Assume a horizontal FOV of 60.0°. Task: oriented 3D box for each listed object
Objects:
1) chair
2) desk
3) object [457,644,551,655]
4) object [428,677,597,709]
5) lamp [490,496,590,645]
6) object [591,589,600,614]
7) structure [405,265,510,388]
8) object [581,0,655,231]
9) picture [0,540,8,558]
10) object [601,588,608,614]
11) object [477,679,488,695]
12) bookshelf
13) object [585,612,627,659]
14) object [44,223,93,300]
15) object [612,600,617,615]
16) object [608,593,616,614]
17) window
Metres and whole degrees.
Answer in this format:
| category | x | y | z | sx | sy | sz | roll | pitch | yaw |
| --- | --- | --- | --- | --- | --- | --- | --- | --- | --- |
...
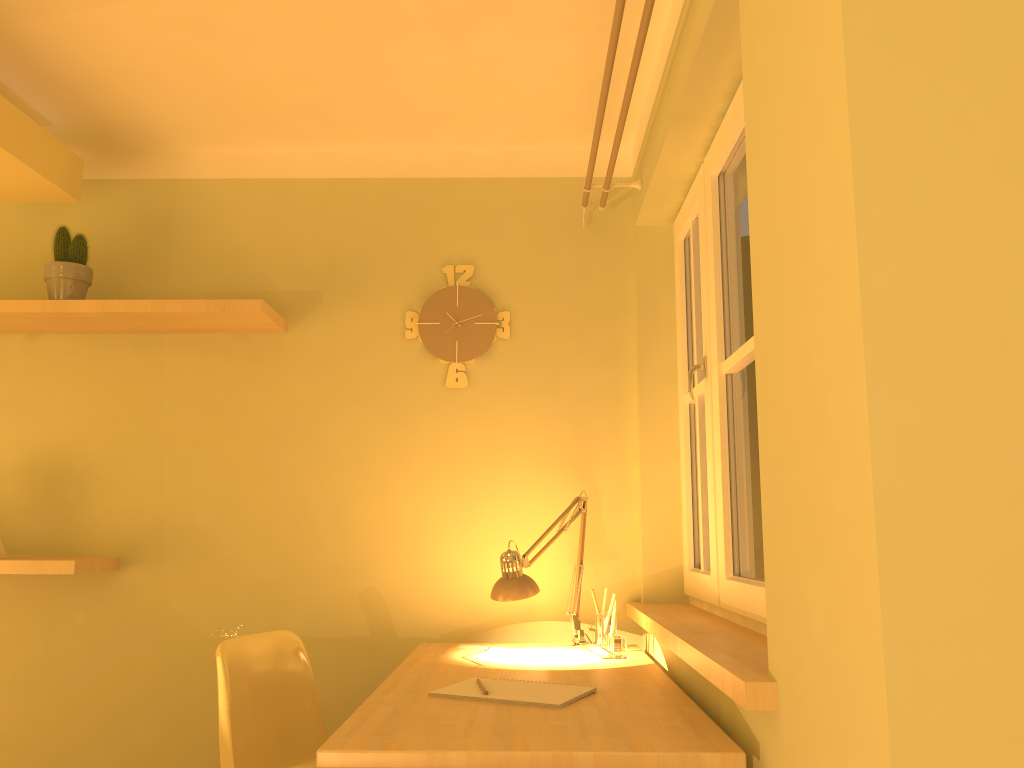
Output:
| category | x | y | z | sx | sy | sz | roll | pitch | yaw |
| --- | --- | --- | --- | --- | --- | --- | --- | --- | --- |
| chair | -0.528 | 1.058 | 2.286 | 0.546 | 0.785 | 0.531 | -4 | -10 | 21 |
| desk | 0.035 | 1.048 | 2.021 | 0.684 | 0.720 | 1.396 | 0 | -10 | 1 |
| object | -0.026 | 0.774 | 2.586 | 0.300 | 0.009 | 0.040 | -6 | -11 | 30 |
| object | 0.004 | 0.656 | 1.891 | 0.300 | 0.010 | 0.210 | -4 | -11 | 26 |
| lamp | 0.085 | 0.557 | 2.640 | 0.140 | 0.455 | 0.484 | -4 | -11 | 26 |
| object | 0.260 | 0.695 | 2.649 | 0.053 | 0.162 | 0.009 | 4 | -10 | -23 |
| structure | -0.187 | -0.202 | 3.035 | 0.360 | 0.432 | 0.027 | 0 | -10 | 1 |
| object | 0.315 | -0.724 | 2.243 | 0.190 | 0.113 | 1.708 | 0 | -10 | 1 |
| picture | -1.676 | 0.423 | 2.825 | 0.134 | 0.264 | 0.171 | -5 | -11 | 27 |
| object | 0.272 | 0.697 | 2.661 | 0.034 | 0.165 | 0.009 | 1 | -10 | -7 |
| object | -0.065 | 0.652 | 1.913 | 0.008 | 0.009 | 0.166 | 1 | -10 | -8 |
| bookshelf | -2.079 | 0.373 | 2.829 | 2.605 | 1.240 | 0.300 | 0 | -10 | 1 |
| object | 0.267 | 0.719 | 2.547 | 0.070 | 0.105 | 0.240 | 1 | -10 | -7 |
| object | -1.457 | -0.389 | 2.919 | 0.145 | 0.294 | 0.145 | 3 | -10 | -18 |
| object | 0.291 | 0.695 | 2.569 | 0.010 | 0.138 | 0.043 | 5 | -11 | -25 |
| object | 0.284 | 0.696 | 2.627 | 0.008 | 0.155 | 0.073 | 7 | -12 | -34 |
| window | 0.555 | -0.044 | 2.204 | 0.142 | 1.263 | 1.486 | 0 | -10 | 1 |
